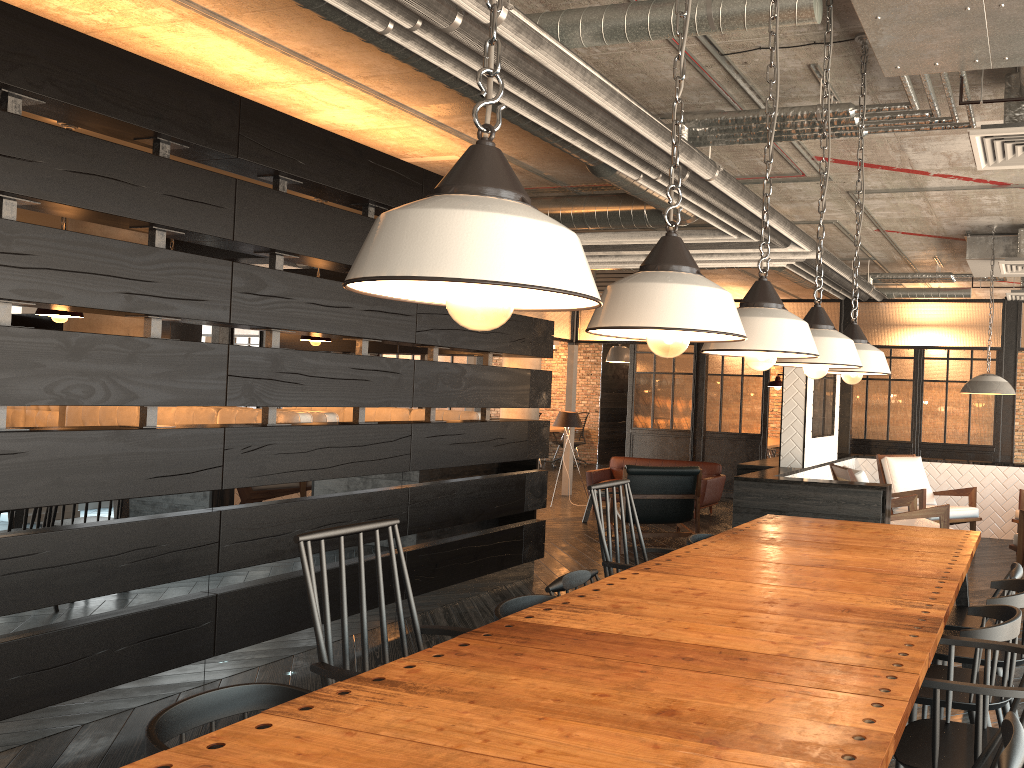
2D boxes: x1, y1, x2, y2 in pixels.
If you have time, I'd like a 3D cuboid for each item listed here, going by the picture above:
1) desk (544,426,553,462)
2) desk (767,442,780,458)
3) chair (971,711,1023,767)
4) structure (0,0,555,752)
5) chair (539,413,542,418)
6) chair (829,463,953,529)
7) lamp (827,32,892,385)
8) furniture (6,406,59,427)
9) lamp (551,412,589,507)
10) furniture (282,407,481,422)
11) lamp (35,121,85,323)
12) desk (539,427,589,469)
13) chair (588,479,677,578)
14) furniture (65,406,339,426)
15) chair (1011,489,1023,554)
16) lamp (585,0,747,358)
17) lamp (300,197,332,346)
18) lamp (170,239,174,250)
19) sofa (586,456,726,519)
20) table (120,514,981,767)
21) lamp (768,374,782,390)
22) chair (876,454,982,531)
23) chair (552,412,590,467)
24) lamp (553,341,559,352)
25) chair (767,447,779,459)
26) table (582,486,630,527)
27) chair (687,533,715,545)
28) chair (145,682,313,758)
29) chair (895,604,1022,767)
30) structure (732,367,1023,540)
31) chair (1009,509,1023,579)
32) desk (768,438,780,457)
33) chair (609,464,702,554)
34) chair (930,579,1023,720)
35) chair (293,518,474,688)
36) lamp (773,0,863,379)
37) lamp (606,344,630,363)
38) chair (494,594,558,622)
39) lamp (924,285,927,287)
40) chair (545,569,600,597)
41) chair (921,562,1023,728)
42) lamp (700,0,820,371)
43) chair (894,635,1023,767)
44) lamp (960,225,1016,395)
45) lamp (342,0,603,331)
[{"bbox_3d":[0.021,1.197,16.435,0.714,0.720,1.840,2,-1,30],"label":"desk"},{"bbox_3d":[3.769,1.312,13.250,0.714,0.720,1.840,2,-1,30],"label":"desk"},{"bbox_3d":[0.896,1.107,1.857,0.417,0.725,0.417,2,-1,26],"label":"chair"},{"bbox_3d":[-3.936,-0.064,4.759,5.486,2.742,6.110,2,-1,26],"label":"structure"},{"bbox_3d":[0.107,1.012,14.515,0.627,1.063,0.772,2,-1,27],"label":"chair"},{"bbox_3d":[3.149,1.144,6.945,0.990,0.907,0.685,2,-1,-6],"label":"chair"},{"bbox_3d":[1.581,-0.865,3.791,0.423,1.737,0.309,3,-1,-45],"label":"lamp"},{"bbox_3d":[-4.238,0.691,7.344,1.706,1.260,0.641,2,-1,21],"label":"furniture"},{"bbox_3d":[0.909,0.954,10.703,0.925,1.178,0.497,2,-1,-17],"label":"lamp"},{"bbox_3d":[-1.123,0.800,6.266,1.698,1.260,0.653,2,-1,21],"label":"furniture"},{"bbox_3d":[-2.272,-0.834,4.226,0.168,1.050,0.220,2,-1,34],"label":"lamp"},{"bbox_3d":[0.711,1.221,16.198,0.714,0.720,1.840,2,-1,30],"label":"desk"},{"bbox_3d":[0.612,0.957,3.651,0.440,1.032,0.511,2,-1,26],"label":"chair"},{"bbox_3d":[-1.912,0.760,5.007,1.694,1.260,1.187,2,-1,23],"label":"furniture"},{"bbox_3d":[5.437,1.239,8.045,1.035,0.907,0.651,2,-1,-16],"label":"chair"},{"bbox_3d":[0.386,-0.926,1.883,0.345,1.737,0.387,2,-1,15],"label":"lamp"},{"bbox_3d":[-1.329,-0.786,5.732,0.179,1.050,0.208,2,-1,19],"label":"lamp"},{"bbox_3d":[-2.688,-1.340,6.594,0.385,1.502,0.505,2,-1,34],"label":"lamp"},{"bbox_3d":[1.768,1.253,10.219,1.461,0.637,0.744,2,-1,22],"label":"sofa"},{"bbox_3d":[0.779,1.076,2.654,1.061,0.791,4.198,2,-1,31],"label":"table"},{"bbox_3d":[2.526,-0.026,7.855,0.243,0.171,0.182,2,-1,-9],"label":"lamp"},{"bbox_3d":[4.148,1.193,8.385,0.817,0.907,0.820,2,-1,-23],"label":"chair"},{"bbox_3d":[1.095,1.062,16.094,0.627,1.063,0.772,2,-1,27],"label":"chair"},{"bbox_3d":[-0.089,-1.130,15.450,0.266,0.857,3.821,2,-1,32],"label":"lamp"},{"bbox_3d":[4.142,1.153,13.128,0.627,1.063,0.772,2,-1,27],"label":"chair"},{"bbox_3d":[1.217,1.356,9.323,0.651,0.372,0.777,2,-1,22],"label":"table"},{"bbox_3d":[1.064,1.126,4.078,0.400,0.737,0.417,2,-1,26],"label":"chair"},{"bbox_3d":[-0.516,1.047,1.738,0.400,0.737,0.417,2,-1,26],"label":"chair"},{"bbox_3d":[1.517,1.133,2.873,0.400,0.737,0.417,2,-1,26],"label":"chair"},{"bbox_3d":[4.169,0.583,7.685,3.559,2.115,4.128,2,-1,26],"label":"structure"},{"bbox_3d":[4.463,1.189,6.454,0.826,0.907,0.808,3,-1,-28],"label":"chair"},{"bbox_3d":[4.746,1.362,14.811,0.714,0.720,1.840,2,-1,30],"label":"desk"},{"bbox_3d":[1.362,1.141,8.016,0.802,0.795,0.956,2,-1,-7],"label":"chair"},{"bbox_3d":[1.869,1.150,3.340,0.400,0.737,0.417,2,-1,26],"label":"chair"},{"bbox_3d":[-0.275,0.912,2.236,0.440,1.032,0.511,2,-1,26],"label":"chair"},{"bbox_3d":[1.183,-0.886,3.155,0.423,1.737,0.309,3,-1,-45],"label":"lamp"},{"bbox_3d":[1.807,-1.111,13.770,0.482,1.502,0.407,2,-1,-12],"label":"lamp"},{"bbox_3d":[0.160,1.080,2.670,0.400,0.737,0.417,2,-1,26],"label":"chair"},{"bbox_3d":[6.701,-0.893,13.116,0.266,0.857,3.821,2,-1,32],"label":"lamp"},{"bbox_3d":[0.389,1.099,3.167,0.417,0.725,0.417,2,-1,26],"label":"chair"},{"bbox_3d":[2.075,1.167,3.788,0.417,0.725,0.417,2,-1,26],"label":"chair"},{"bbox_3d":[0.784,-0.906,2.519,0.313,1.737,0.419,2,-1,38],"label":"lamp"},{"bbox_3d":[1.316,0.973,2.316,0.440,1.032,0.511,2,-1,26],"label":"chair"},{"bbox_3d":[4.387,-0.681,7.621,0.441,1.545,0.578,2,-1,34],"label":"lamp"},{"bbox_3d":[-0.013,-0.946,1.246,0.413,1.737,0.319,3,-1,-23],"label":"lamp"}]
